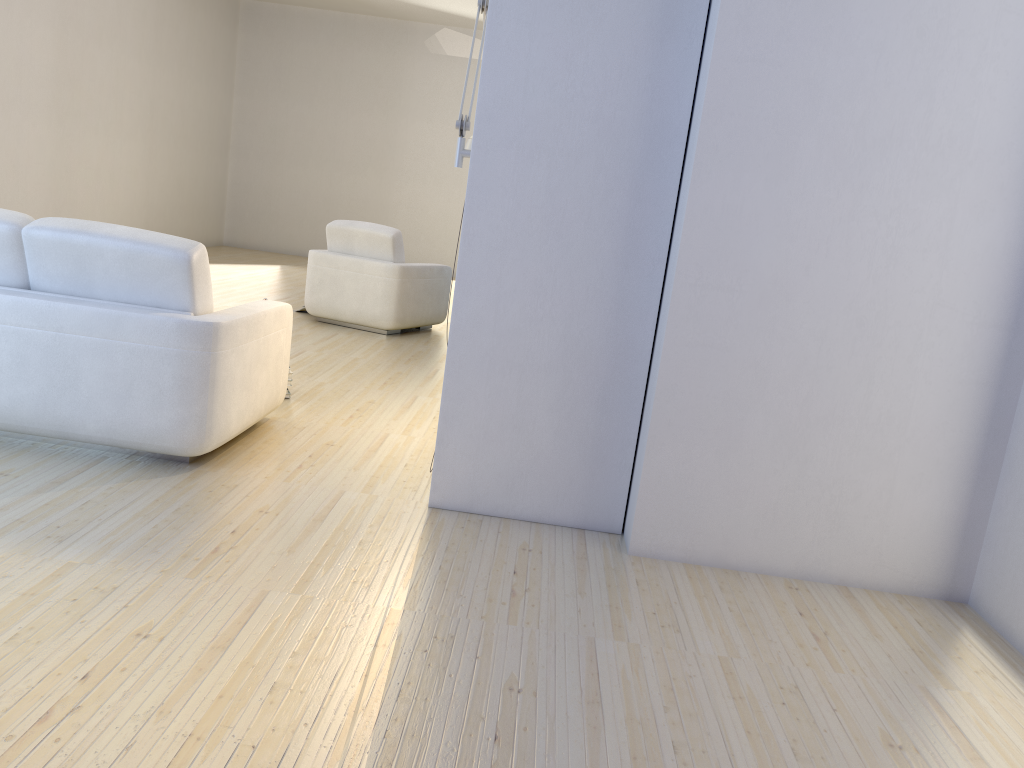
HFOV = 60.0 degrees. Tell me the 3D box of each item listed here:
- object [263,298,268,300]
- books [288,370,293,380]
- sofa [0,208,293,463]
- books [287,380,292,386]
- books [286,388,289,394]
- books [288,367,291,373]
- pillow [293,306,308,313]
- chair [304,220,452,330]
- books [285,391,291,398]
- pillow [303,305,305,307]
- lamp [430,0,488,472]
[{"bbox_3d":[-2.116,-0.683,7.624,0.121,0.091,0.287,8,11,0],"label":"object"},{"bbox_3d":[-1.329,-0.070,4.627,0.319,0.038,0.247,2,12,-27],"label":"books"},{"bbox_3d":[-2.105,-0.312,3.678,2.166,0.862,0.941,8,11,1],"label":"sofa"},{"bbox_3d":[-1.334,-0.039,4.633,0.328,0.027,0.247,3,12,-23],"label":"books"},{"bbox_3d":[-1.335,0.009,4.645,0.287,0.018,0.247,3,12,-25],"label":"books"},{"bbox_3d":[-1.320,-0.101,4.623,0.287,0.025,0.247,3,12,-25],"label":"books"},{"bbox_3d":[-1.621,-0.778,7.884,0.312,0.315,0.615,14,12,28],"label":"pillow"},{"bbox_3d":[-1.115,-0.936,7.463,0.919,0.828,0.941,12,12,21],"label":"chair"},{"bbox_3d":[-1.342,0.026,4.646,0.328,0.018,0.247,3,12,-23],"label":"books"},{"bbox_3d":[-1.534,-0.787,8.164,0.712,0.287,0.299,0,13,-35],"label":"pillow"},{"bbox_3d":[-0.161,-0.593,3.656,0.204,1.841,0.891,7,11,-3],"label":"lamp"}]
